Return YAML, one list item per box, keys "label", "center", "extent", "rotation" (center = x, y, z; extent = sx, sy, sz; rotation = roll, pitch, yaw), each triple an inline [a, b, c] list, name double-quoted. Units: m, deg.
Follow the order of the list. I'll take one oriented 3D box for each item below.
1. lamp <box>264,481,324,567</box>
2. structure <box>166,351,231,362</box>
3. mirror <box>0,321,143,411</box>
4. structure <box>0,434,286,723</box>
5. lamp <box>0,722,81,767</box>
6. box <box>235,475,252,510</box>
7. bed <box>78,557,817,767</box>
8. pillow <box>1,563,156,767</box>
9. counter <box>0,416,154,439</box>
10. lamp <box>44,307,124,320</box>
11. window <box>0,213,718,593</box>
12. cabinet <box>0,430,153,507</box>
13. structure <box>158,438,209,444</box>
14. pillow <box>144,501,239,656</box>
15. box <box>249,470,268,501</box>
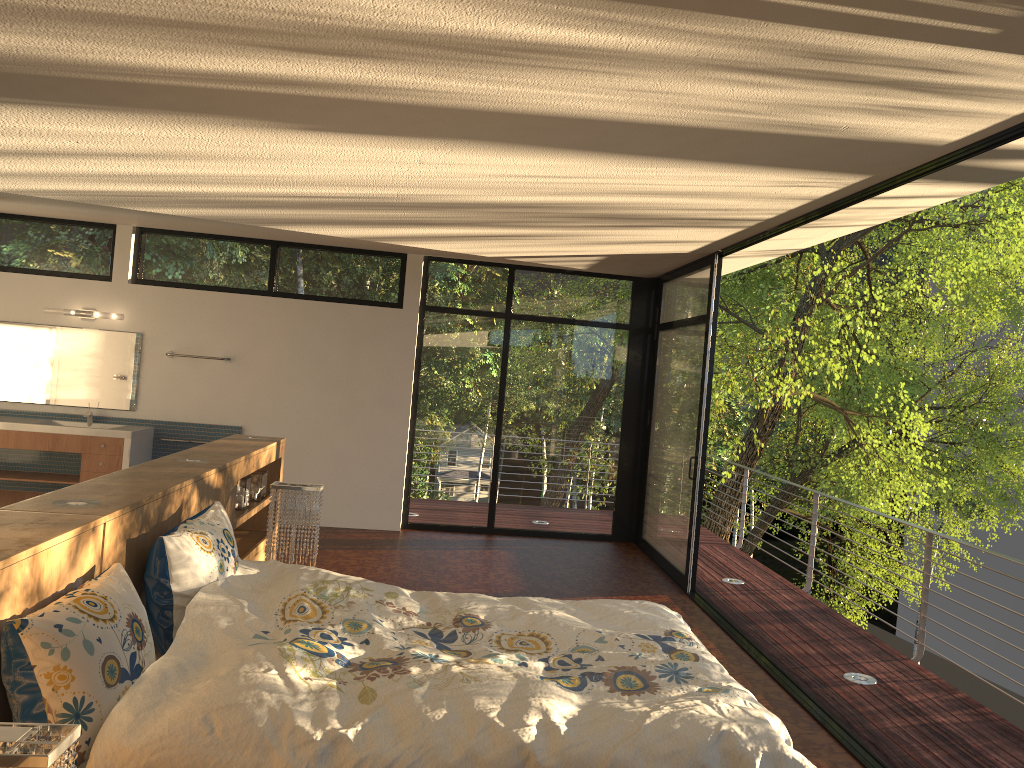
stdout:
- label: "lamp"
  center: [-1.090, 0.857, 4.415]
  extent: [0.263, 0.730, 0.161]
  rotation: [5, 0, -7]
- label: "structure"
  center: [-2.706, -0.234, 7.630]
  extent: [0.543, 0.056, 0.197]
  rotation: [5, 1, -7]
- label: "mirror"
  center: [-4.176, -0.183, 7.478]
  extent: [1.976, 0.678, 0.099]
  rotation: [5, 0, -8]
- label: "structure"
  center: [-1.409, 0.867, 2.618]
  extent: [0.310, 0.974, 5.753]
  rotation: [5, 1, -4]
- label: "lamp"
  center: [-0.854, 0.811, 1.391]
  extent: [0.249, 0.522, 0.123]
  rotation: [5, 0, -7]
- label: "box"
  center: [-1.487, 0.583, 4.777]
  extent: [0.117, 0.171, 0.123]
  rotation: [5, 0, -6]
- label: "bed"
  center: [-0.203, 1.097, 2.912]
  extent: [2.171, 0.712, 1.814]
  rotation: [5, 1, -6]
- label: "pillow"
  center: [-1.119, 0.740, 2.327]
  extent: [0.269, 0.404, 0.598]
  rotation: [5, 0, -3]
- label: "counter"
  center: [-4.192, 0.335, 7.175]
  extent: [2.298, 0.111, 0.545]
  rotation: [5, 1, -8]
- label: "lamp"
  center: [-3.601, -0.592, 7.468]
  extent: [0.625, 0.070, 0.116]
  rotation: [5, 1, -8]
- label: "window"
  center: [-1.687, 0.069, 2.854]
  extent: [6.899, 2.513, 10.233]
  rotation: [5, 1, -6]
- label: "cabinet"
  center: [-4.222, 0.691, 7.173]
  extent: [2.297, 0.711, 0.545]
  rotation: [5, 0, -8]
- label: "structure"
  center: [-2.767, 0.490, 7.625]
  extent: [0.508, 0.021, 0.197]
  rotation: [5, 1, -7]
- label: "pillow"
  center: [-1.141, 0.686, 3.188]
  extent: [0.254, 0.439, 0.617]
  rotation: [5, 0, -1]
- label: "box"
  center: [-1.501, 0.585, 5.104]
  extent: [0.135, 0.156, 0.156]
  rotation: [5, 0, -6]
